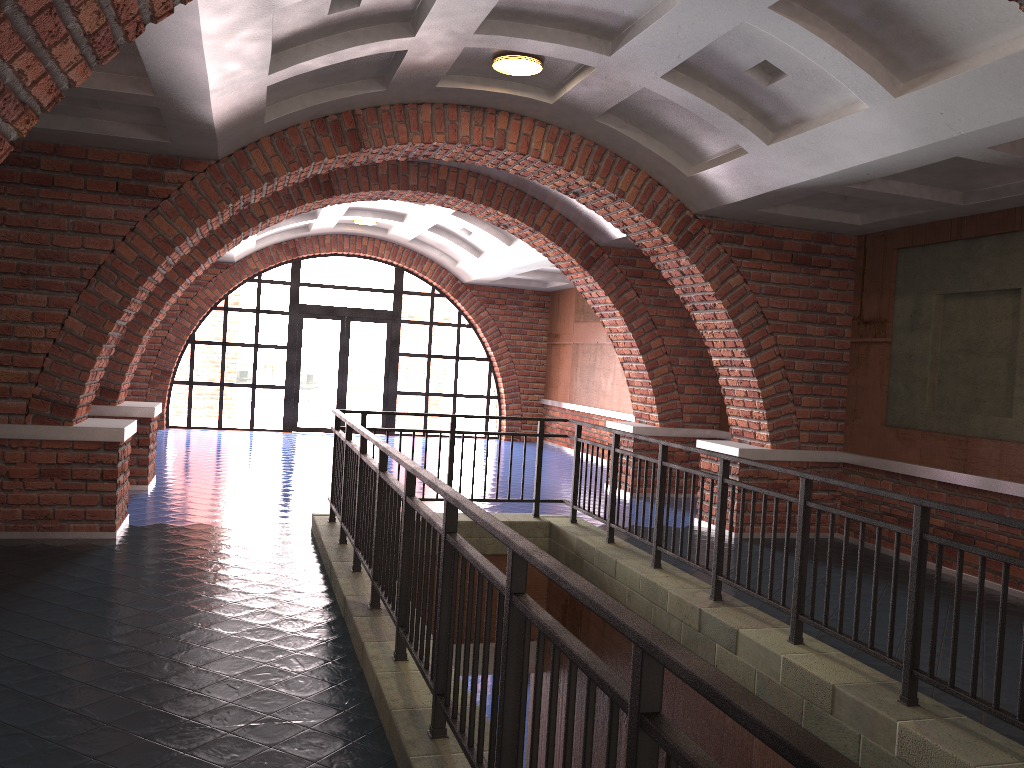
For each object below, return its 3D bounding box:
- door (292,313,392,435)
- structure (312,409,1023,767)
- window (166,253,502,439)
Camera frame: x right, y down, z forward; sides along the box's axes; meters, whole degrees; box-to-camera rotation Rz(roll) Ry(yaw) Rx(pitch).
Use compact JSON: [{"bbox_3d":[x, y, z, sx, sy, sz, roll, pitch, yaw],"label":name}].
[{"bbox_3d":[-3.213,-0.176,16.838,1.754,2.236,0.040,3,1,-17],"label":"door"},{"bbox_3d":[0.860,3.317,3.012,2.464,5.665,11.177,3,1,-17],"label":"structure"},{"bbox_3d":[-3.127,-0.740,16.835,6.353,3.471,0.100,3,1,-17],"label":"window"}]
